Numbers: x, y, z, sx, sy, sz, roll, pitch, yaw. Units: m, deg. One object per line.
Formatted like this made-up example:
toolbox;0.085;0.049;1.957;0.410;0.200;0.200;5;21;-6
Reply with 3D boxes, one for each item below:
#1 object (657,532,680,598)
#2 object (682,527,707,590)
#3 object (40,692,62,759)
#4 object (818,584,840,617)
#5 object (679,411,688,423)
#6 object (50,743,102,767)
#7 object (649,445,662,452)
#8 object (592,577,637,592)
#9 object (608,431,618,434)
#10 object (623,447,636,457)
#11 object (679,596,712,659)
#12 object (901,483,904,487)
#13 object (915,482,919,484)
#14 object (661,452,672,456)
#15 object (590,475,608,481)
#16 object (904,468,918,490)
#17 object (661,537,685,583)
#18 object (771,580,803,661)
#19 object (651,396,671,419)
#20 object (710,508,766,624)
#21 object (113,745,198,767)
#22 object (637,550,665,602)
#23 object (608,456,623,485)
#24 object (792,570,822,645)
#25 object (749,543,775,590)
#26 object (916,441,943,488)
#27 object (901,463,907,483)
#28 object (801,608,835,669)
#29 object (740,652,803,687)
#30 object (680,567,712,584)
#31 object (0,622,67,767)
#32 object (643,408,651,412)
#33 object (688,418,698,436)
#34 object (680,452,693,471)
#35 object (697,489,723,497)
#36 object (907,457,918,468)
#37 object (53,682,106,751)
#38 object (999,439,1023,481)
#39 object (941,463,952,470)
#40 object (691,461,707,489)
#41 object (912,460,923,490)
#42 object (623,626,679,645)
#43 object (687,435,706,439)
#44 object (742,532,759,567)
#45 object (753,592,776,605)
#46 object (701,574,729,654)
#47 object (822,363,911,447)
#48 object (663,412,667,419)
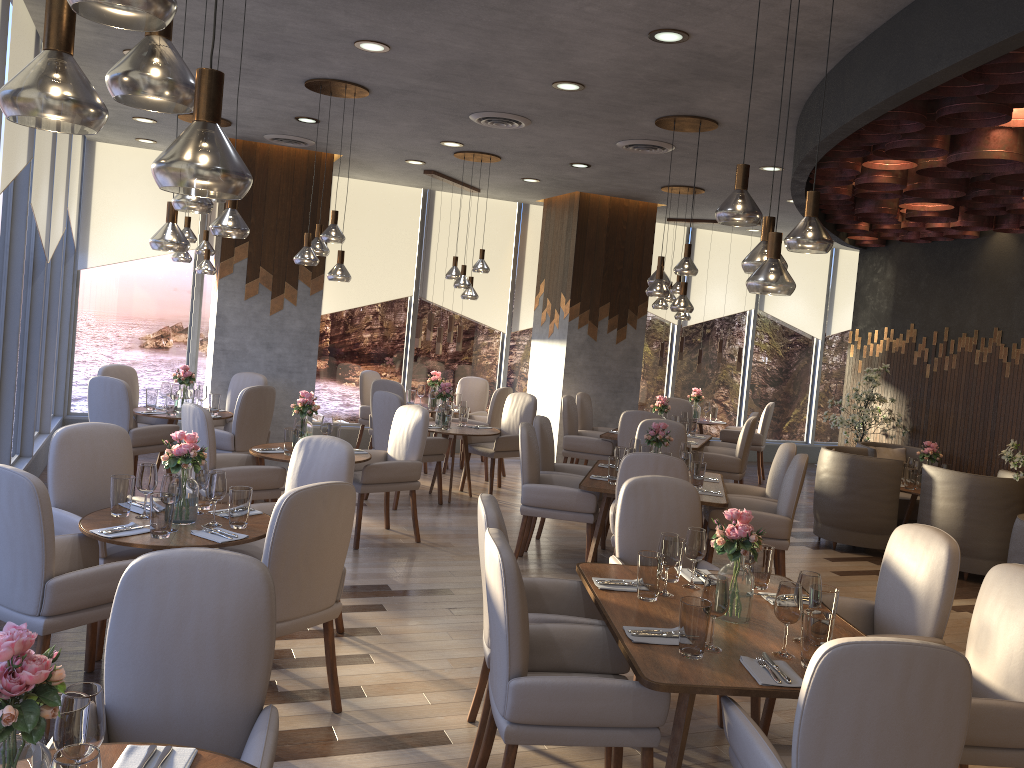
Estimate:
object;0.615;0.716;3.511;0.092;0.244;0.092;6;2;13
object;0.750;0.718;3.651;0.092;0.244;0.092;5;2;-6
object;-0.919;0.734;1.804;0.102;0.178;0.102;5;3;-9
object;1.109;0.816;3.171;0.102;0.178;0.102;6;3;11
object;1.810;0.416;9.375;0.092;0.244;0.092;4;3;-26
object;-0.738;0.739;1.486;0.092;0.244;0.092;6;2;13
object;1.079;0.538;6.679;0.092;0.244;0.092;7;3;34
object;0.459;0.809;3.593;0.255;0.019;0.158;5;4;-6
object;1.115;0.494;8.997;0.255;0.019;0.157;7;4;20
object;0.795;0.558;6.023;0.092;0.244;0.092;5;2;-9
object;0.587;0.791;2.868;0.102;0.178;0.102;5;3;0
object;3.377;0.882;7.804;0.255;0.019;0.158;5;4;0
object;3.647;0.888;8.062;0.157;0.019;0.255;5;4;-3
object;1.025;0.584;5.948;0.092;0.244;0.092;5;2;-7
object;0.669;0.651;6.144;0.255;0.019;0.157;6;4;11
object;3.434;0.818;7.643;0.102;0.178;0.102;6;3;26
object;0.670;0.739;3.730;0.102;0.178;0.102;5;3;-2
object;0.912;0.782;2.937;0.092;0.244;0.092;5;2;-1
object;1.532;0.327;9.126;0.197;0.415;0.210;3;3;-45
object;0.831;0.667;3.305;0.210;0.415;0.198;5;2;-10
object;-0.773;0.822;1.871;0.157;0.019;0.255;5;4;-6
object;0.532;0.746;3.438;0.102;0.178;0.102;5;3;0
object;0.694;0.585;5.976;0.102;0.178;0.102;6;3;27
object;1.031;0.781;3.097;0.092;0.244;0.092;7;3;37
object;1.048;0.771;3.741;0.102;0.178;0.102;7;3;41
object;3.670;0.710;7.795;0.197;0.415;0.210;3;3;-45
object;3.499;0.799;8.001;0.102;0.178;0.102;5;3;3
object;0.979;0.827;2.855;0.102;0.178;0.102;4;3;-28
object;0.817;0.896;2.798;0.157;0.019;0.255;5;4;-4
object;0.813;0.826;3.805;0.157;0.019;0.255;5;4;-8
object;-0.899;0.633;1.572;0.198;0.415;0.210;5;2;0
object;1.424;0.381;9.393;0.092;0.244;0.092;3;3;-45
object;1.912;0.456;9.405;0.102;0.178;0.102;3;3;-42
object;1.185;0.590;6.066;0.092;0.244;0.092;4;3;-30
object;1.289;0.720;5.950;0.255;0.019;0.157;6;4;12
object;3.571;0.779;7.916;0.092;0.244;0.092;7;3;45
object;-0.843;0.713;1.722;0.092;0.244;0.092;4;3;-31
object;3.848;0.795;6.222;0.788;1.614;0.747;5;2;4
object;3.742;0.812;7.655;0.092;0.244;0.092;6;2;18
object;1.281;0.628;6.113;0.102;0.178;0.102;6;3;28
object;3.524;0.789;7.708;0.092;0.244;0.092;7;3;42
object;0.514;0.854;3.023;0.255;0.019;0.158;5;4;-6
object;1.892;0.546;9.242;0.255;0.019;0.157;7;4;22
object;0.969;0.737;3.667;0.092;0.244;0.092;5;2;-2
object;1.103;0.867;3.590;0.255;0.019;0.158;5;4;-5
object;0.670;0.760;2.941;0.092;0.244;0.092;4;3;-32
object;3.544;0.574;9.032;0.746;1.614;0.790;4;3;-16
object;1.607;0.393;9.459;0.092;0.244;0.092;5;2;-2
